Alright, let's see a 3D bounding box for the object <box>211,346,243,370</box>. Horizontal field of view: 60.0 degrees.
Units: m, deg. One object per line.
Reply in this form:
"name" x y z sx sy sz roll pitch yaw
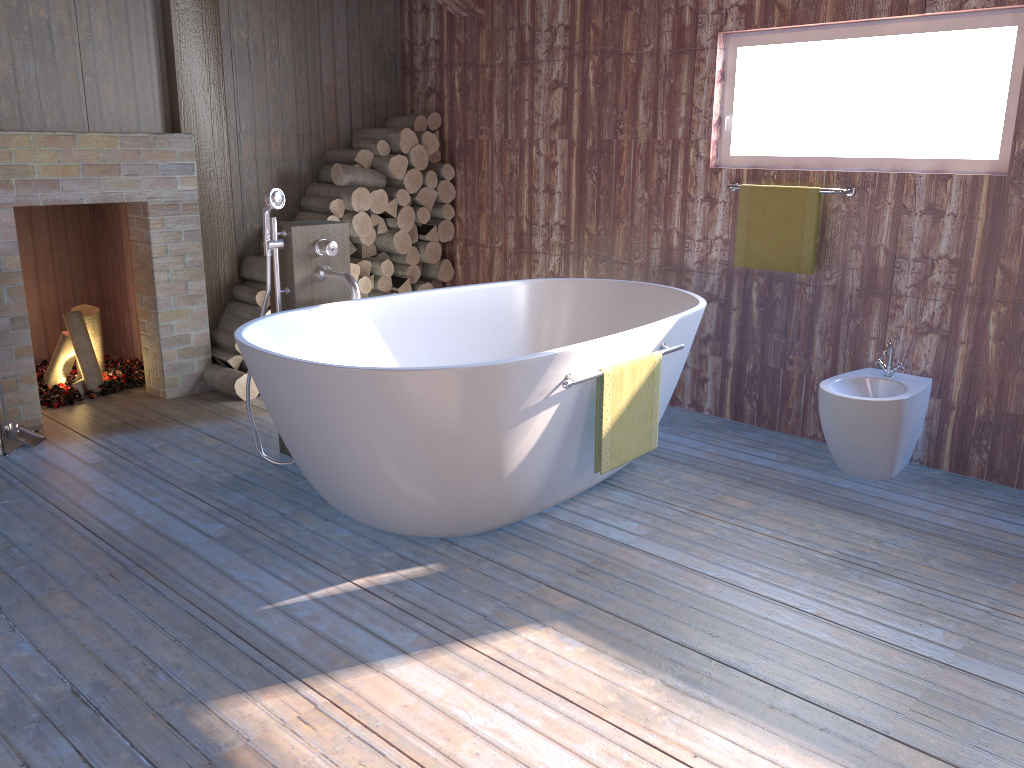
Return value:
"object" -1.527 -0.134 4.679 0.280 0.093 0.099 15 21 42

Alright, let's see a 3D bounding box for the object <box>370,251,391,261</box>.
"object" -0.862 -0.742 5.292 0.289 0.118 0.116 13 20 39

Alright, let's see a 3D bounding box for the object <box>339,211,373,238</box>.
"object" -0.976 -0.907 4.968 0.437 0.143 0.141 13 20 40

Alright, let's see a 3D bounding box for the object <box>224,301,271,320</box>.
"object" -1.368 -0.360 4.687 0.370 0.120 0.117 13 20 40

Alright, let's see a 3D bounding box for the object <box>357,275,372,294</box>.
"object" -0.977 -0.587 5.053 0.437 0.100 0.098 13 20 40

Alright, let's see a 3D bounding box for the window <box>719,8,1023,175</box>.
"window" 1.423 -1.175 3.644 1.255 0.587 0.054 15 21 42

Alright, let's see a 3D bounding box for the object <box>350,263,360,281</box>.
"object" -1.047 -0.640 4.991 0.458 0.148 0.139 14 20 42

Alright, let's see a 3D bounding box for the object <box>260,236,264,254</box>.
"object" -1.258 -0.747 4.872 0.302 0.113 0.108 14 20 42

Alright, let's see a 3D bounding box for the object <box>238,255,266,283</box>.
"object" -1.279 -0.601 4.739 0.455 0.137 0.139 13 20 40

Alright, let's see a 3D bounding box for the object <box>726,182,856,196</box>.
"object" 1.166 -0.834 3.792 0.581 0.043 0.091 14 20 42

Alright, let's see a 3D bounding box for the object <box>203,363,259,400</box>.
"object" -1.502 -0.021 4.622 0.437 0.143 0.141 13 20 40

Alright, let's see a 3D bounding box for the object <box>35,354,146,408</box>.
"object" -2.435 -0.047 4.852 0.935 0.085 0.829 8 17 25

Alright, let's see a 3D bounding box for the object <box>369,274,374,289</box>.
"object" -0.918 -0.603 5.124 0.279 0.089 0.086 13 20 40

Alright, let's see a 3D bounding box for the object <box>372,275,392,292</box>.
"object" -0.844 -0.609 5.206 0.301 0.113 0.111 13 20 40

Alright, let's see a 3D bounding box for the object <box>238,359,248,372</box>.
"object" -1.388 -0.129 4.702 0.483 0.159 0.150 14 20 40

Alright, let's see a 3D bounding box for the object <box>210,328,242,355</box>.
"object" -1.489 -0.226 4.694 0.303 0.120 0.114 15 21 42

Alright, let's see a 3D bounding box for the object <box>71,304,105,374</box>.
"object" -2.300 -0.205 4.819 0.140 0.459 0.266 -8 17 -28

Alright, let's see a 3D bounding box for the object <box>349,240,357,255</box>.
"object" -1.035 -0.792 5.084 0.323 0.150 0.128 14 20 42

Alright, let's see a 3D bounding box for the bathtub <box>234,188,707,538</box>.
"bathtub" -0.046 -0.161 3.342 1.935 1.109 1.460 -6 16 -24

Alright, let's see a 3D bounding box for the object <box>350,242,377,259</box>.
"object" -0.935 -0.805 5.195 0.321 0.127 0.104 14 20 42

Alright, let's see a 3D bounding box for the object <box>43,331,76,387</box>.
"object" -2.367 -0.124 4.673 0.221 0.306 0.121 -5 16 -19

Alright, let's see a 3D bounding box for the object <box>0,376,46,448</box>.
"object" -2.136 -0.165 3.711 0.206 0.871 0.126 -1 15 -4

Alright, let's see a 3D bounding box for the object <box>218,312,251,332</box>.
"object" -1.458 -0.323 4.695 0.280 0.091 0.085 14 20 41

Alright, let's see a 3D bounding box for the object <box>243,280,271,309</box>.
"object" -1.275 -0.472 4.762 0.437 0.133 0.137 13 20 40

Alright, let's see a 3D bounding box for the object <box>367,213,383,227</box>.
"object" -0.860 -0.950 5.085 0.280 0.092 0.088 15 21 42

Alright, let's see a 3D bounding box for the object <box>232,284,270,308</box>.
"object" -1.383 -0.468 4.725 0.242 0.103 0.101 15 21 42

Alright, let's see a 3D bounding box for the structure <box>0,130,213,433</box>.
"structure" -2.029 -0.505 4.194 0.226 1.330 1.130 14 20 41

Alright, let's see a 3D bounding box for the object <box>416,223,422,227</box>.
"object" -0.610 -0.987 5.335 0.177 0.069 0.067 14 20 42

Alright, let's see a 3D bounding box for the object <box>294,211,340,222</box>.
"object" -1.068 -0.880 4.868 0.291 0.123 0.115 15 21 42

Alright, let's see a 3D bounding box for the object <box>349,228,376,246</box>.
"object" -0.909 -0.862 5.052 0.291 0.123 0.115 15 21 42

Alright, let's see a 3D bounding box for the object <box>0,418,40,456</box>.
"object" -2.235 -0.165 3.700 0.276 0.888 0.333 -1 15 -5

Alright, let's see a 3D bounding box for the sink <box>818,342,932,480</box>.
"sink" 1.411 0.111 3.489 0.335 0.517 0.515 15 21 42

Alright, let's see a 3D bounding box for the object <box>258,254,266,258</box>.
"object" -1.285 -0.660 4.862 0.280 0.093 0.099 15 21 42

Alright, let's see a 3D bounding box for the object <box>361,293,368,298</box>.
"object" -0.981 -0.538 5.215 0.291 0.124 0.121 15 21 42

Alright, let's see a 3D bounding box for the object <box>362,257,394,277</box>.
"object" -0.866 -0.693 5.150 0.437 0.100 0.098 13 20 40

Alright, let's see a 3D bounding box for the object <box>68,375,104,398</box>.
"object" -2.221 0.000 4.631 0.085 0.084 0.278 0 15 0

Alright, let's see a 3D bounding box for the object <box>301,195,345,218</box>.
"object" -1.041 -0.979 4.892 0.282 0.112 0.106 15 21 42

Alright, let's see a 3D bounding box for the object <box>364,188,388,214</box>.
"object" -0.892 -1.050 5.029 0.440 0.147 0.138 14 20 42

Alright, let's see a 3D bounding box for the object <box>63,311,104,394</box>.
"object" -2.209 -0.158 4.588 0.283 0.434 0.098 13 20 40

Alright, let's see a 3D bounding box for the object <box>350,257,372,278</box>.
"object" -0.940 -0.672 5.081 0.303 0.120 0.114 15 21 42

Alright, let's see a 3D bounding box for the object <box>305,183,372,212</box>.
"object" -0.971 -1.042 4.945 0.439 0.145 0.135 14 20 42
